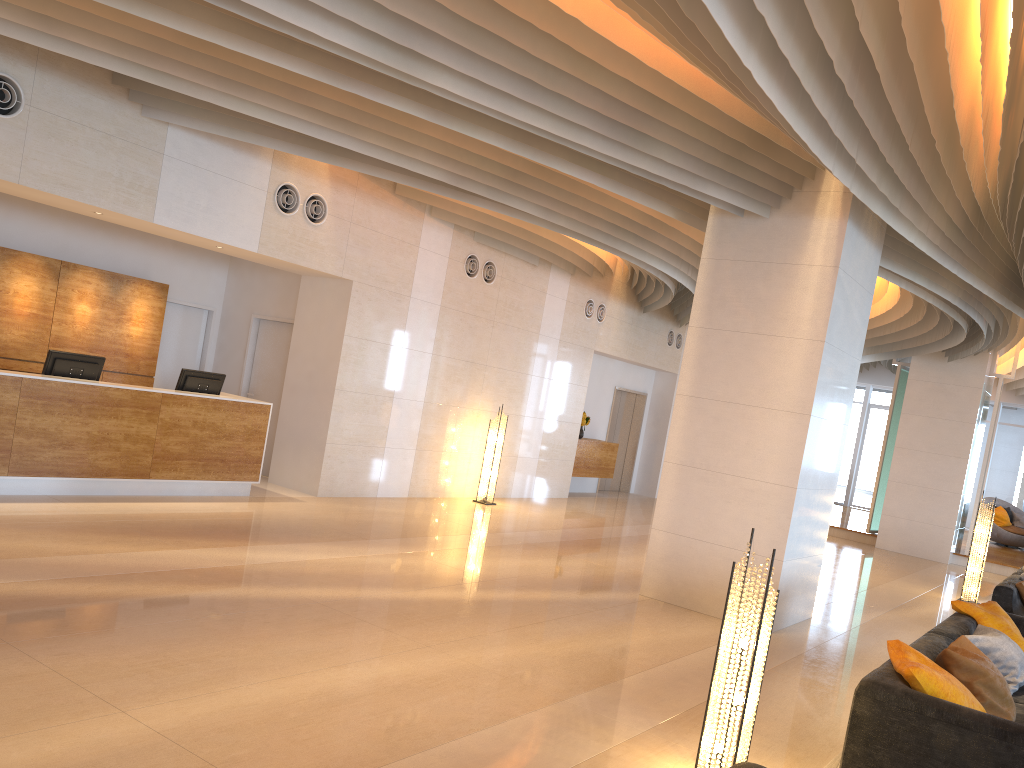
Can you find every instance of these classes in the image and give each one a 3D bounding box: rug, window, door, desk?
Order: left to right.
[{"bbox_3d":[-4.987,0.306,7.247,0.879,1.051,6.800,11,0,35],"label":"desk"},{"bbox_3d":[2.127,1.141,17.852,0.241,2.104,1.432,12,2,35],"label":"door"},{"bbox_3d":[9.947,2.035,23.508,1.429,2.776,0.061,11,3,34],"label":"door"},{"bbox_3d":[4.850,2.547,4.586,5.399,0.022,16.537,10,-1,35],"label":"rug"},{"bbox_3d":[9.726,1.533,3.917,22.157,3.226,54.377,10,-1,1],"label":"window"}]

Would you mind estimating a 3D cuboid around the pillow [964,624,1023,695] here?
[{"bbox_3d":[3.175,1.827,5.823,0.411,0.377,0.598,11,1,36],"label":"pillow"}]

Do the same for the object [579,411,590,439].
[{"bbox_3d":[1.253,0.726,15.771,0.262,0.497,0.239,11,2,21],"label":"object"}]

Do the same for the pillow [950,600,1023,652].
[{"bbox_3d":[3.639,1.857,6.615,0.651,0.378,0.536,10,0,-34],"label":"pillow"}]

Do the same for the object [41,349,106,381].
[{"bbox_3d":[-4.082,-0.070,8.278,0.347,0.436,0.547,11,1,34],"label":"object"}]

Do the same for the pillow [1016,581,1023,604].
[{"bbox_3d":[5.316,2.197,9.063,0.321,0.312,0.432,11,1,36],"label":"pillow"}]

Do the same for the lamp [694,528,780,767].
[{"bbox_3d":[1.044,1.267,4.051,0.245,1.200,0.255,11,3,34],"label":"lamp"}]

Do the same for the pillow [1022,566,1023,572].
[{"bbox_3d":[6.361,2.391,10.569,0.536,0.377,0.663,10,0,30],"label":"pillow"}]

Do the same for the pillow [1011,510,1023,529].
[{"bbox_3d":[11.378,3.063,19.782,0.503,0.409,0.463,10,1,1],"label":"pillow"}]

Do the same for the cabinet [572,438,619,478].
[{"bbox_3d":[1.296,1.326,16.153,0.548,0.663,1.540,11,0,35],"label":"cabinet"}]

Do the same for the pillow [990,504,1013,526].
[{"bbox_3d":[10.987,2.948,19.884,0.615,0.423,0.365,10,1,-23],"label":"pillow"}]

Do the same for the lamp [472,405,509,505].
[{"bbox_3d":[-0.271,0.994,12.688,0.245,1.453,0.255,11,3,34],"label":"lamp"}]

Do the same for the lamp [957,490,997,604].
[{"bbox_3d":[5.950,2.081,11.290,0.245,1.453,0.255,11,3,34],"label":"lamp"}]

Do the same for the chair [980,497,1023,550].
[{"bbox_3d":[11.030,3.095,19.651,1.533,1.007,1.123,10,1,-13],"label":"chair"}]

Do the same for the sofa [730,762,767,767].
[{"bbox_3d":[0.904,1.525,2.101,1.327,0.577,2.297,10,0,34],"label":"sofa"}]

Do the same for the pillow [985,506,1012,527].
[{"bbox_3d":[10.736,2.919,19.556,0.634,0.455,0.461,10,1,-39],"label":"pillow"}]

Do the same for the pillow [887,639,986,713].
[{"bbox_3d":[2.167,1.574,4.447,0.542,0.378,0.643,10,0,12],"label":"pillow"}]

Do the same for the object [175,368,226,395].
[{"bbox_3d":[-3.301,0.080,9.427,0.347,0.436,0.547,11,1,34],"label":"object"}]

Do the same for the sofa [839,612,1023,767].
[{"bbox_3d":[2.978,1.924,5.465,0.922,0.583,3.851,10,0,35],"label":"sofa"}]

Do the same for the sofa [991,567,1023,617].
[{"bbox_3d":[7.022,2.648,9.758,2.767,0.654,5.188,10,-1,35],"label":"sofa"}]

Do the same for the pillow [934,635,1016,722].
[{"bbox_3d":[2.588,1.675,4.948,0.434,0.410,0.613,11,1,36],"label":"pillow"}]
